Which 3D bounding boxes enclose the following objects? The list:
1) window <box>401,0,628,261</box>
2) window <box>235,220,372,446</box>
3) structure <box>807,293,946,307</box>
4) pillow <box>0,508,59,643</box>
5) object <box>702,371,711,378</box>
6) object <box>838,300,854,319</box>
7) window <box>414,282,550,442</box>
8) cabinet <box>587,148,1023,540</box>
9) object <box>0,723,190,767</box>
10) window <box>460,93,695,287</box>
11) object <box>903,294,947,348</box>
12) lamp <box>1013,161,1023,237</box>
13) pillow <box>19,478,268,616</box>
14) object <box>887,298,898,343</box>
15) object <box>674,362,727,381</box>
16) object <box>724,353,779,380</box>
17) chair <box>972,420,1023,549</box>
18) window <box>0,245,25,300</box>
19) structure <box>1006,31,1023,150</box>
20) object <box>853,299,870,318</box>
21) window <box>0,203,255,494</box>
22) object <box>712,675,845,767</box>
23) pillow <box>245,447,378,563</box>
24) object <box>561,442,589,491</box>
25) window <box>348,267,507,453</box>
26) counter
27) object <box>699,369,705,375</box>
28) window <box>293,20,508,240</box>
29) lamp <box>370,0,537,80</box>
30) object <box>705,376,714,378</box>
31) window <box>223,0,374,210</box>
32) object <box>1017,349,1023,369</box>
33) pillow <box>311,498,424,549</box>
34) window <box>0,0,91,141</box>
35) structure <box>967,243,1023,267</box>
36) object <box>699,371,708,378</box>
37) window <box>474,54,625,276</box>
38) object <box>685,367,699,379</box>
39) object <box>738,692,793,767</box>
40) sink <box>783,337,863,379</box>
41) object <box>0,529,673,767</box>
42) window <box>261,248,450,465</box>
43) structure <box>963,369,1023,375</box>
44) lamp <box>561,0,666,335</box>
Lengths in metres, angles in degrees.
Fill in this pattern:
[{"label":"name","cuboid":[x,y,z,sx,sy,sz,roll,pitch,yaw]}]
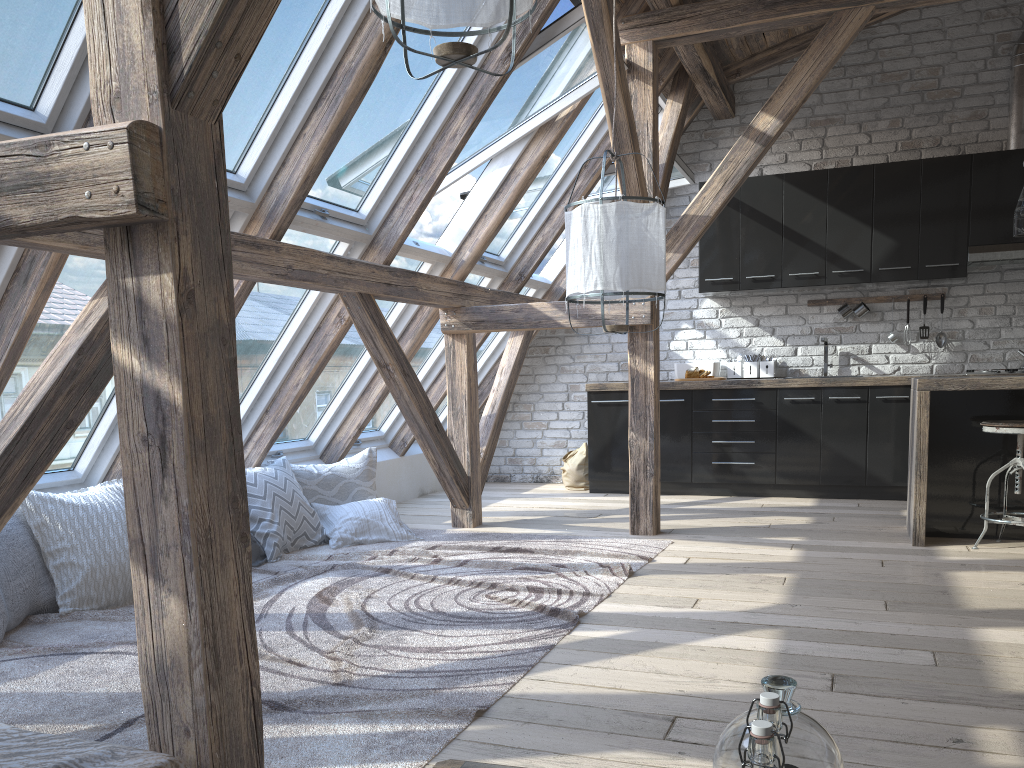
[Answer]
[{"label":"window","cuboid":[-0.164,-1.377,4.630,1.405,1.293,0.845,0,6,21]},{"label":"window","cuboid":[-1.349,-0.144,4.281,1.096,1.293,0.845,0,6,21]},{"label":"structure","cuboid":[2.637,-0.613,6.395,0.932,0.046,0.080,-1,2,21]},{"label":"pillow","cuboid":[-2.018,0.713,3.141,0.435,0.530,1.122,0,2,14]},{"label":"object","cuboid":[1.444,-0.070,6.538,0.073,0.055,0.082,-2,3,-2]},{"label":"object","cuboid":[2.451,-0.547,6.461,0.117,0.141,0.092,0,6,23]},{"label":"window","cuboid":[-0.348,-0.190,6.828,1.096,1.293,0.845,0,6,21]},{"label":"cabinet","cuboid":[2.350,-0.445,5.464,4.213,2.541,2.069,-1,5,21]},{"label":"object","cuboid":[-1.018,0.662,1.457,1.004,0.479,0.807,-3,3,-39]},{"label":"window","cuboid":[0.491,-1.407,6.332,1.520,1.293,0.845,0,5,21]},{"label":"object","cuboid":[2.940,-0.443,6.257,0.282,0.386,0.069,0,7,21]},{"label":"lamp","cuboid":[2.454,-1.367,4.134,0.108,1.306,0.222,2,8,23]},{"label":"pillow","cuboid":[-1.635,0.661,4.044,0.467,0.569,1.261,0,2,22]},{"label":"object","cuboid":[2.754,-0.461,6.361,0.071,0.330,0.065,1,8,21]},{"label":"object","cuboid":[1.426,-0.094,6.684,0.381,0.135,0.584,-1,1,10]},{"label":"object","cuboid":[1.835,-0.139,6.724,0.405,0.203,0.145,-1,5,23]},{"label":"chair","cuboid":[2.493,0.499,4.334,0.352,0.645,0.351,-6,7,-35]},{"label":"window","cuboid":[-2.015,-0.114,2.584,1.096,1.293,0.845,0,6,21]},{"label":"structure","cuboid":[3.776,-2.188,5.682,0.982,1.302,0.167,0,8,21]},{"label":"object","cuboid":[2.549,-0.549,6.414,0.117,0.141,0.092,2,6,38]},{"label":"window","cuboid":[-1.682,-0.129,3.432,1.096,1.293,0.845,0,6,21]},{"label":"object","cuboid":[0.326,0.479,1.081,0.156,0.250,0.154,-2,6,-10]},{"label":"pillow","cuboid":[-1.195,0.671,5.046,0.500,0.540,1.144,1,2,27]},{"label":"object","cuboid":[0.534,0.656,7.171,0.335,0.395,0.391,-6,6,-43]},{"label":"window","cuboid":[-0.682,-0.175,5.979,1.096,1.293,0.845,0,6,21]},{"label":"counter","cuboid":[2.156,0.393,5.582,3.811,0.863,2.221,-1,1,21]},{"label":"object","cuboid":[1.412,-0.076,6.584,0.074,0.068,0.078,-2,3,-7]},{"label":"window","cuboid":[-0.451,-1.363,3.763,1.096,1.293,0.845,0,6,21]},{"label":"lamp","cuboid":[-0.149,-1.426,2.042,0.407,1.322,0.394,-2,7,-2]},{"label":"object","cuboid":[1.474,-0.052,6.548,0.068,0.017,0.077,-2,1,-1]},{"label":"window","cuboid":[-0.785,-1.347,2.914,1.096,1.293,0.845,0,6,21]},{"label":"object","cuboid":[3.471,-0.222,5.806,0.222,0.238,0.219,-1,4,11]},{"label":"pillow","cuboid":[-0.844,0.801,5.074,0.535,0.245,0.472,-2,2,-27]},{"label":"window","cuboid":[-1.118,-1.332,2.065,1.096,1.293,0.845,0,6,21]},{"label":"structure","cuboid":[3.387,-0.878,5.917,0.599,0.105,0.365,-1,1,21]},{"label":"object","cuboid":[1.418,-0.071,6.526,0.072,0.058,0.082,-2,3,-3]},{"label":"window","cuboid":[0.215,-1.393,5.461,1.096,1.293,0.845,0,6,21]},{"label":"object","cuboid":[1.335,-0.083,6.534,0.090,0.088,0.085,-2,4,-1]},{"label":"object","cuboid":[0.266,0.470,0.927,0.071,0.271,0.152,1,6,21]},{"label":"sink","cuboid":[2.252,-0.077,6.350,0.526,0.522,0.509,0,4,21]},{"label":"object","cuboid":[-0.722,0.879,3.738,2.187,0.057,3.158,-1,0,22]},{"label":"window","cuboid":[-1.015,-0.160,5.130,1.096,1.293,0.845,0,6,21]},{"label":"structure","cuboid":[3.367,-0.086,5.920,0.605,0.032,0.492,-1,0,21]},{"label":"lamp","cuboid":[0.401,-1.155,3.459,0.405,1.921,0.396,-5,8,-27]}]
